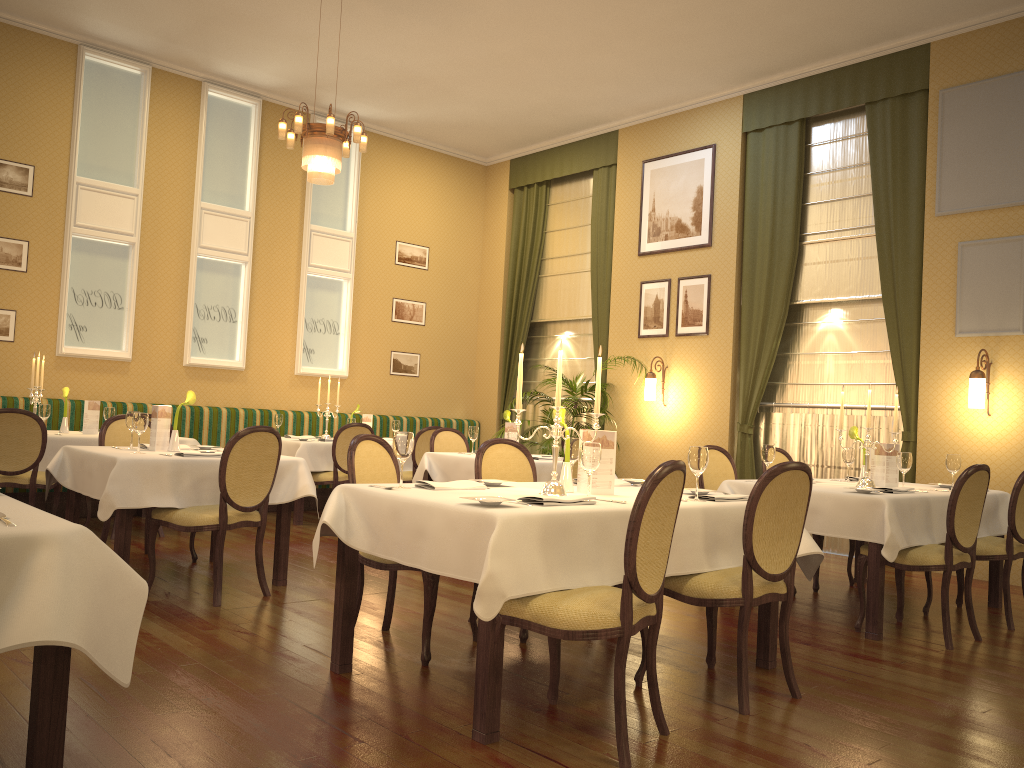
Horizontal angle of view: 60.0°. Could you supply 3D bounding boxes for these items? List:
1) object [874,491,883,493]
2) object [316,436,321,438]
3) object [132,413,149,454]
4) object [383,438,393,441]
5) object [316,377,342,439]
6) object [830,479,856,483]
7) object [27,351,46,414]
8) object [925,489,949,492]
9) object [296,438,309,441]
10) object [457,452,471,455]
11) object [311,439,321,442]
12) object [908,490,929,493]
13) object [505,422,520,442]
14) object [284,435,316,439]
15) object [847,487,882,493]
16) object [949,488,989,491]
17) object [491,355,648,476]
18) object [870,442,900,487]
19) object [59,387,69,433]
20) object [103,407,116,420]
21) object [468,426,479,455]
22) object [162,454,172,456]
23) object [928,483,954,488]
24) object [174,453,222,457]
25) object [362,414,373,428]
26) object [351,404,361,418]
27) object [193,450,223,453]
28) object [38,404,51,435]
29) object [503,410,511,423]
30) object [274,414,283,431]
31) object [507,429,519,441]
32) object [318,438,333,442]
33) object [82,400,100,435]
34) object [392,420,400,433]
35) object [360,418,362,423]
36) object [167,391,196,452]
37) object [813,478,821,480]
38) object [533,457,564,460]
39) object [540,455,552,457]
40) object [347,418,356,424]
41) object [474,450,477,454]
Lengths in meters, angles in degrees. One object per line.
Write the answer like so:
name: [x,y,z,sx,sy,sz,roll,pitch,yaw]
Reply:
object: [2.007,0.599,4.986,0.038,0.015,0.181,5,-3,-40]
object: [-1.941,0.551,9.096,0.160,0.024,0.160,5,-3,-41]
object: [-2.106,0.277,5.016,0.088,0.229,0.088,3,-2,1]
object: [-1.409,0.592,9.502,0.273,0.033,0.142,5,-3,-41]
object: [-1.823,0.231,8.776,0.131,0.655,0.390,5,-3,-36]
object: [2.225,0.651,5.962,0.017,0.010,0.185,5,-3,-40]
object: [-3.775,0.060,7.038,0.131,0.655,0.390,4,-3,-27]
object: [2.589,0.650,5.448,0.017,0.010,0.185,5,-3,-41]
object: [-1.929,0.516,8.198,0.160,0.024,0.160,5,-3,-41]
object: [-0.380,0.562,7.170,0.017,0.010,0.185,5,-3,-40]
object: [-1.845,0.530,8.337,0.038,0.015,0.181,5,-3,-40]
object: [2.375,0.631,5.259,0.017,0.010,0.185,5,-3,-41]
object: [-0.026,0.442,6.971,0.081,0.277,0.166,5,-3,-35]
object: [-2.109,0.529,8.833,0.273,0.033,0.142,5,-3,-41]
object: [1.923,0.585,4.846,0.160,0.024,0.160,5,-3,-41]
object: [2.909,0.670,5.643,0.273,0.024,0.142,5,-3,-41]
object: [0.652,0.572,9.436,1.496,1.807,1.552,2,-3,29]
object: [2.354,0.512,5.592,0.166,0.277,0.081,2,-2,20]
object: [-3.610,0.210,7.163,0.076,0.375,0.163,4,-2,-20]
object: [-3.222,0.301,7.089,0.088,0.229,0.088,3,-2,7]
object: [-0.318,0.459,7.236,0.088,0.229,0.088,3,-2,7]
object: [-1.940,0.393,4.955,0.017,0.010,0.185,5,-3,-41]
object: [2.863,0.674,5.854,0.160,0.024,0.160,5,-3,-41]
object: [-1.754,0.401,5.031,0.273,0.024,0.142,5,-3,-41]
object: [-1.480,0.444,8.977,0.081,0.277,0.166,4,-2,-25]
object: [-1.611,0.388,9.020,0.076,0.375,0.163,1,-3,35]
object: [-1.800,0.406,5.242,0.160,0.024,0.160,5,-3,-41]
object: [-3.572,0.270,6.767,0.088,0.229,0.088,3,-2,7]
object: [-0.024,0.399,7.194,0.076,0.375,0.163,4,-2,-20]
object: [-2.301,0.414,8.733,0.088,0.229,0.088,3,-2,7]
object: [0.006,0.454,6.674,0.088,0.229,0.088,3,-2,7]
object: [-1.687,0.534,8.405,0.273,0.033,0.142,5,-3,-41]
object: [-3.412,0.275,7.250,0.081,0.277,0.166,3,-2,10]
object: [-1.157,0.477,8.812,0.088,0.229,0.088,3,-2,7]
object: [-1.565,0.478,9.378,0.088,0.229,0.088,3,-2,7]
object: [-2.005,0.224,5.376,0.163,0.375,0.076,2,-2,25]
object: [1.912,0.620,5.745,0.160,0.024,0.160,5,-3,-41]
object: [0.260,0.581,6.920,0.273,0.024,0.142,5,-3,-41]
object: [0.280,0.594,7.244,0.160,0.024,0.160,5,-3,-41]
object: [-1.555,0.446,8.552,0.088,0.229,0.088,3,-2,7]
object: [-0.162,0.573,7.359,0.273,0.033,0.142,5,-3,-41]
